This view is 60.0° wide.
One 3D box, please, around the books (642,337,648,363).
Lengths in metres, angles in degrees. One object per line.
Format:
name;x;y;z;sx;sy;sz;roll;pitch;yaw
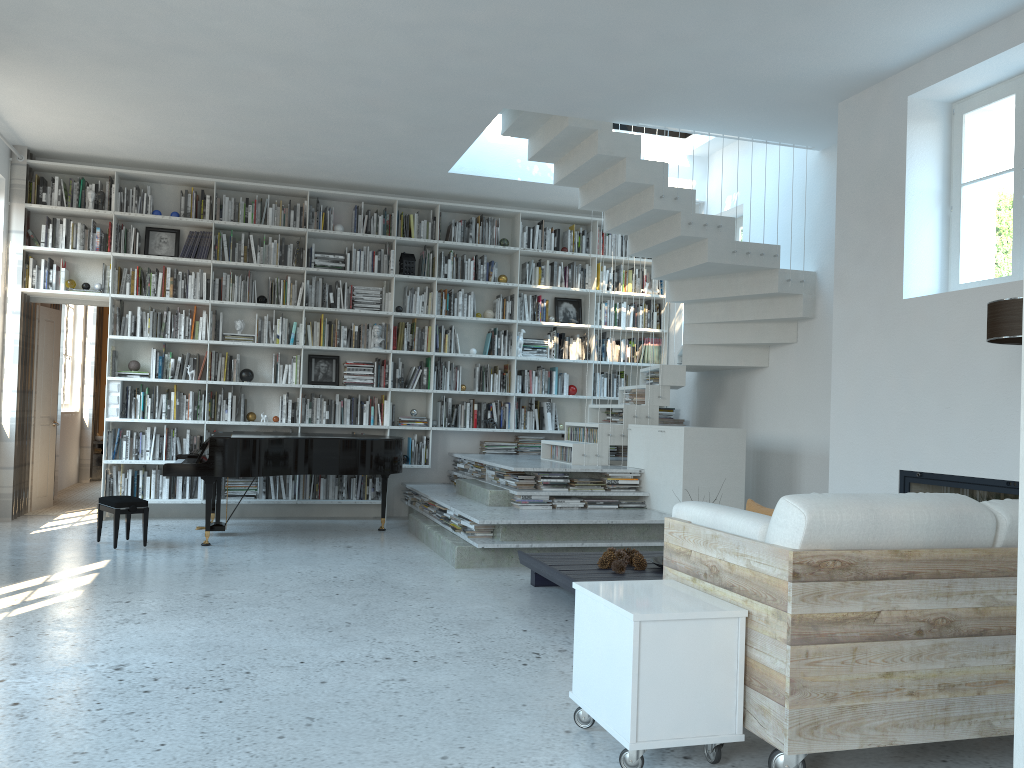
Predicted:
books;1.415;-0.356;9.554;0.033;0.294;0.169;2;-1;-17

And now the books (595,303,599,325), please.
books;0.887;-0.727;9.404;0.012;0.254;0.161;2;-1;-17

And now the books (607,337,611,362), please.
books;1.013;-0.359;9.439;0.022;0.265;0.157;2;-1;-17

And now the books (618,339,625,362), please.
books;1.161;-0.349;9.487;0.029;0.259;0.171;2;-1;-17

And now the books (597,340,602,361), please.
books;0.908;-0.348;9.425;0.066;0.236;0.144;2;-1;-17

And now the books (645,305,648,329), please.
books;1.410;-0.712;9.554;0.028;0.268;0.173;2;-1;-17

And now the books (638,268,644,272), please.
books;1.381;-1.092;9.573;0.011;0.294;0.151;2;-1;-17

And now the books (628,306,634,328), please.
books;1.246;-0.707;9.503;0.045;0.245;0.177;2;-2;-17

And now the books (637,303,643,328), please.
books;1.377;-0.720;9.550;0.012;0.283;0.151;2;-1;-17

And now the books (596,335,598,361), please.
books;0.872;-0.371;9.415;0.010;0.279;0.147;2;-1;-17

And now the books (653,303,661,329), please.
books;1.562;-0.717;9.603;0.042;0.292;0.186;2;-1;-17

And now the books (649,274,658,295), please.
books;1.534;-1.068;9.611;0.029;0.258;0.163;2;-1;-17

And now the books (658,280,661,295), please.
books;1.567;-1.060;9.620;0.040;0.246;0.160;2;-1;-17

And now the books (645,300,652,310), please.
books;1.472;-0.739;9.597;0.013;0.330;0.140;2;-1;-17

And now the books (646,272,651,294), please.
books;1.446;-1.070;9.576;0.070;0.254;0.154;2;-1;-17

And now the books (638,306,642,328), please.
books;1.356;-0.706;9.553;0.025;0.252;0.160;2;-1;-17

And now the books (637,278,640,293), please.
books;1.337;-1.038;9.556;0.034;0.182;0.156;2;-2;-17

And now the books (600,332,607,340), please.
books;0.971;-0.388;9.435;0.012;0.322;0.141;2;-1;-17

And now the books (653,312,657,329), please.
books;1.509;-0.671;9.581;0.029;0.195;0.192;2;-2;-17

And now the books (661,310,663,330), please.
books;1.590;-0.679;9.612;0.021;0.219;0.184;2;-2;-17

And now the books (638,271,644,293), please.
books;1.370;-1.077;9.546;0.022;0.261;0.160;2;-1;-17

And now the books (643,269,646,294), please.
books;1.401;-1.088;9.567;0.023;0.287;0.163;2;-1;-17

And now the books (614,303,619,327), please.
books;1.097;-0.726;9.473;0.025;0.270;0.152;2;-1;-17

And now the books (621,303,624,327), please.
books;1.146;-0.720;9.475;0.022;0.262;0.172;2;-1;-17

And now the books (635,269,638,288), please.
books;1.310;-1.089;9.549;0.024;0.281;0.153;2;-1;-17

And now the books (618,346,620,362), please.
books;1.109;-0.314;9.477;0.030;0.184;0.137;2;-2;-17

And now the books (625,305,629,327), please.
books;1.213;-0.712;9.515;0.012;0.254;0.161;2;-1;-17

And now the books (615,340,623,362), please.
books;1.140;-0.344;9.470;0.022;0.247;0.181;2;-2;-17

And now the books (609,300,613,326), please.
books;1.025;-0.742;9.453;0.022;0.297;0.162;2;-1;-17

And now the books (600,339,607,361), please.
books;0.958;-0.350;9.412;0.022;0.243;0.170;2;-2;-17

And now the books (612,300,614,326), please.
books;1.045;-0.740;9.447;0.012;0.292;0.165;2;-1;-17

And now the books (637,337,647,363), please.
books;1.379;-0.355;9.543;0.072;0.291;0.169;2;-1;-17

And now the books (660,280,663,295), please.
books;1.596;-1.045;9.610;0.011;0.216;0.170;2;-2;-17

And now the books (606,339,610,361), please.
books;0.994;-0.350;9.421;0.026;0.245;0.180;2;-2;-17

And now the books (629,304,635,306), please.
books;1.286;-0.719;9.547;0.010;0.273;0.130;2;-1;-17

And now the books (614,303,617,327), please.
books;1.081;-0.722;9.459;0.013;0.260;0.158;2;-1;-17

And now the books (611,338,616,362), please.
books;1.054;-0.355;9.439;0.056;0.261;0.176;2;-1;-17

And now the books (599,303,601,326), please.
books;0.902;-0.724;9.421;0.026;0.250;0.160;2;-1;-17

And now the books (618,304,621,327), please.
books;1.123;-0.720;9.470;0.024;0.259;0.156;2;-1;-17

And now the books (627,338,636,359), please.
books;1.282;-0.353;9.525;0.026;0.277;0.170;2;-1;-17

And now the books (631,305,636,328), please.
books;1.276;-0.712;9.519;0.023;0.258;0.184;2;-2;-17

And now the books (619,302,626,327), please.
books;1.170;-0.730;9.487;0.030;0.283;0.166;2;-1;-17

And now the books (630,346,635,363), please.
books;1.264;-0.306;9.490;0.024;0.181;0.191;2;-2;-17

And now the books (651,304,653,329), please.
books;1.486;-0.715;9.592;0.013;0.283;0.149;2;-1;-17

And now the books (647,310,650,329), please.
books;1.435;-0.682;9.559;0.025;0.211;0.188;2;-2;-17

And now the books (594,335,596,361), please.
books;0.844;-0.372;9.381;0.025;0.277;0.160;2;-1;-17

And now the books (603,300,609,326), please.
books;0.989;-0.739;9.415;0.014;0.285;0.185;2;-1;-17

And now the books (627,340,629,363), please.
books;1.217;-0.341;9.516;0.025;0.248;0.134;2;-1;-17

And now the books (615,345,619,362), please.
books;1.091;-0.318;9.449;0.023;0.189;0.169;2;-2;-17

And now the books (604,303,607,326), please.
books;0.965;-0.725;9.423;0.026;0.256;0.173;2;-1;-17

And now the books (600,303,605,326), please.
books;0.933;-0.722;9.401;0.023;0.247;0.182;2;-2;-17

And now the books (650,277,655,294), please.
books;1.490;-1.048;9.587;0.023;0.213;0.180;2;-2;-17

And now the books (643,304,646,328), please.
books;1.390;-0.717;9.550;0.013;0.277;0.188;2;-1;-17

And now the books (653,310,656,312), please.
books;1.525;-0.687;9.623;0.024;0.230;0.131;2;-1;-17

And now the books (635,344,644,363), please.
books;1.339;-0.317;9.530;0.088;0.217;0.167;2;-2;-17

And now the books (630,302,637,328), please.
books;1.303;-0.727;9.548;0.024;0.291;0.132;2;-1;-17

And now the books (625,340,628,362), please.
books;1.201;-0.344;9.507;0.012;0.254;0.161;2;-1;-17

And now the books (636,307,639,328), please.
books;1.327;-0.699;9.555;0.028;0.237;0.146;2;-1;-17
